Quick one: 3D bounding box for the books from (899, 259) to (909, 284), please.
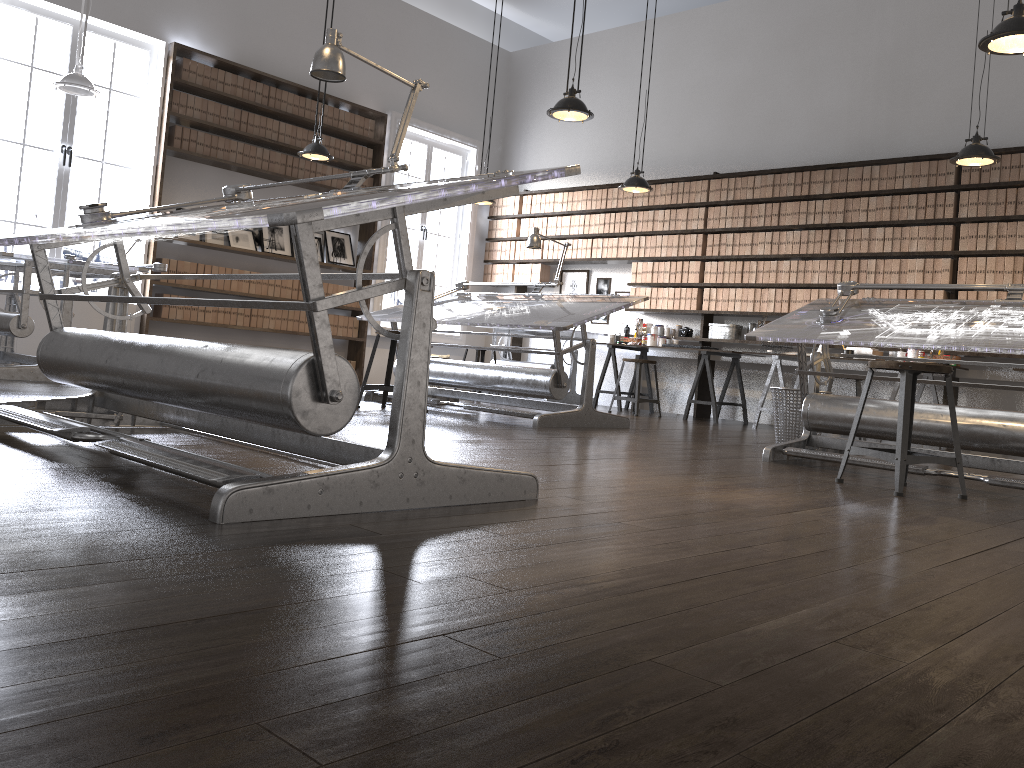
[{"bbox_3d":[3.392,-0.947,7.594,0.067,0.226,0.174,4,-1,43],"label":"books"}]

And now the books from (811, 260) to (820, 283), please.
[{"bbox_3d":[2.820,-1.011,8.124,0.067,0.226,0.174,4,-1,43],"label":"books"}]

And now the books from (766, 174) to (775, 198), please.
[{"bbox_3d":[2.515,-1.880,8.497,0.067,0.226,0.174,4,-1,43],"label":"books"}]

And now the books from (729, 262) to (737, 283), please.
[{"bbox_3d":[2.208,-1.079,8.699,0.067,0.226,0.174,4,-1,43],"label":"books"}]

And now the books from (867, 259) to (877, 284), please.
[{"bbox_3d":[3.188,-0.970,7.779,0.067,0.226,0.174,4,-1,43],"label":"books"}]

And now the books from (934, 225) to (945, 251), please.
[{"bbox_3d":[3.607,-1.203,7.423,0.067,0.226,0.174,4,-1,43],"label":"books"}]

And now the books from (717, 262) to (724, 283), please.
[{"bbox_3d":[2.109,-1.089,8.782,0.067,0.226,0.174,4,-1,43],"label":"books"}]

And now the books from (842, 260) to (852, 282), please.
[{"bbox_3d":[3.030,-0.987,7.933,0.067,0.226,0.174,4,-1,43],"label":"books"}]

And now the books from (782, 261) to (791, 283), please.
[{"bbox_3d":[2.614,-1.033,8.316,0.067,0.226,0.174,4,-1,43],"label":"books"}]

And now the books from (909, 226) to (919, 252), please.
[{"bbox_3d":[3.459,-1.219,7.560,0.067,0.226,0.174,4,-1,43],"label":"books"}]

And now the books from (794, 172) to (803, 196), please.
[{"bbox_3d":[2.724,-1.857,8.311,0.067,0.226,0.174,4,-1,43],"label":"books"}]

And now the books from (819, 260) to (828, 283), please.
[{"bbox_3d":[2.871,-1.005,8.072,0.067,0.226,0.174,4,-1,43],"label":"books"}]

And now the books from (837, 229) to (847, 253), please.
[{"bbox_3d":[3.004,-1.269,7.982,0.067,0.226,0.174,4,-1,43],"label":"books"}]

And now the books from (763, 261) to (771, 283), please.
[{"bbox_3d":[2.472,-1.049,8.452,0.067,0.226,0.174,4,-1,43],"label":"books"}]

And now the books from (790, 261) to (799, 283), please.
[{"bbox_3d":[2.666,-1.028,8.265,0.067,0.226,0.174,4,-1,43],"label":"books"}]

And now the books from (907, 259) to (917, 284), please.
[{"bbox_3d":[3.436,-0.942,7.550,0.067,0.226,0.174,4,-1,43],"label":"books"}]

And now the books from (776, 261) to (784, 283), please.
[{"bbox_3d":[2.569,-1.039,8.360,0.067,0.226,0.174,4,-1,43],"label":"books"}]

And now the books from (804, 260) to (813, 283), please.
[{"bbox_3d":[2.772,-1.016,8.174,0.067,0.226,0.174,4,-1,43],"label":"books"}]

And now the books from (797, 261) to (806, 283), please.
[{"bbox_3d":[2.720,-1.022,8.220,0.067,0.226,0.174,4,-1,43],"label":"books"}]

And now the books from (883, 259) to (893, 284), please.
[{"bbox_3d":[3.294,-0.958,7.686,0.067,0.226,0.174,4,-1,43],"label":"books"}]

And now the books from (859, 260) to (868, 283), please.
[{"bbox_3d":[3.139,-0.975,7.831,0.067,0.226,0.174,4,-1,43],"label":"books"}]

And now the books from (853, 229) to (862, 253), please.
[{"bbox_3d":[3.110,-1.258,7.888,0.067,0.226,0.174,4,-1,43],"label":"books"}]

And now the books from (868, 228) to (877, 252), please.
[{"bbox_3d":[3.208,-1.247,7.796,0.067,0.226,0.174,4,-1,43],"label":"books"}]

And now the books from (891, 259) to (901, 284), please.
[{"bbox_3d":[3.340,-0.953,7.636,0.067,0.226,0.174,4,-1,43],"label":"books"}]

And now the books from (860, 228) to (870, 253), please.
[{"bbox_3d":[3.156,-1.252,7.838,0.067,0.226,0.174,4,-1,43],"label":"books"}]

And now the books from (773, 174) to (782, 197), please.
[{"bbox_3d":[2.568,-1.874,8.456,0.067,0.226,0.174,4,-1,43],"label":"books"}]

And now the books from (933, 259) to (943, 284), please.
[{"bbox_3d":[3.590,-0.925,7.412,0.067,0.226,0.174,4,-1,43],"label":"books"}]

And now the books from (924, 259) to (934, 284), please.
[{"bbox_3d":[3.538,-0.931,7.458,0.067,0.226,0.174,4,-1,43],"label":"books"}]

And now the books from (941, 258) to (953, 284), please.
[{"bbox_3d":[3.633,-0.920,7.362,0.067,0.226,0.174,4,-1,43],"label":"books"}]

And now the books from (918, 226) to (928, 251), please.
[{"bbox_3d":[3.510,-1.213,7.508,0.067,0.226,0.174,4,-1,43],"label":"books"}]

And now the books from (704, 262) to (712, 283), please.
[{"bbox_3d":[2.006,-1.101,8.883,0.067,0.226,0.174,4,-1,43],"label":"books"}]

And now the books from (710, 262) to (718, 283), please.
[{"bbox_3d":[2.056,-1.095,8.831,0.067,0.226,0.174,4,-1,43],"label":"books"}]

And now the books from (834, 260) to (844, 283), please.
[{"bbox_3d":[2.973,-0.994,7.983,0.067,0.226,0.174,4,-1,43],"label":"books"}]

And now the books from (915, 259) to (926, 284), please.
[{"bbox_3d":[3.484,-0.937,7.503,0.067,0.226,0.174,4,-1,43],"label":"books"}]

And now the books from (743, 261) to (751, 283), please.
[{"bbox_3d":[2.317,-1.067,8.598,0.067,0.226,0.174,4,-1,43],"label":"books"}]

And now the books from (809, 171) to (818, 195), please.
[{"bbox_3d":[2.833,-1.844,8.209,0.067,0.226,0.174,4,-1,43],"label":"books"}]

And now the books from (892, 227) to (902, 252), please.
[{"bbox_3d":[3.358,-1.230,7.656,0.067,0.226,0.174,4,-1,43],"label":"books"}]

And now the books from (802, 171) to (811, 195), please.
[{"bbox_3d":[2.775,-1.851,8.256,0.067,0.226,0.174,4,-1,43],"label":"books"}]

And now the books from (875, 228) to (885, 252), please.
[{"bbox_3d":[3.253,-1.242,7.752,0.067,0.226,0.174,4,-1,43],"label":"books"}]

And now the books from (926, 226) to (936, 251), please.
[{"bbox_3d":[3.558,-1.208,7.463,0.067,0.226,0.174,4,-1,43],"label":"books"}]

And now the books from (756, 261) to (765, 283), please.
[{"bbox_3d":[2.420,-1.055,8.501,0.067,0.226,0.174,4,-1,43],"label":"books"}]

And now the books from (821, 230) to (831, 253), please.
[{"bbox_3d":[2.897,-1.281,8.081,0.067,0.226,0.174,4,-1,43],"label":"books"}]

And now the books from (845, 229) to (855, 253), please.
[{"bbox_3d":[3.059,-1.263,7.937,0.067,0.226,0.174,4,-1,43],"label":"books"}]

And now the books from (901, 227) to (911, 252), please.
[{"bbox_3d":[3.411,-1.224,7.610,0.067,0.226,0.174,4,-1,43],"label":"books"}]

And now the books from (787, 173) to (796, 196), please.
[{"bbox_3d":[2.669,-1.863,8.356,0.067,0.226,0.174,4,-1,43],"label":"books"}]

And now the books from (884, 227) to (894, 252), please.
[{"bbox_3d":[3.304,-1.236,7.701,0.067,0.226,0.174,4,-1,43],"label":"books"}]

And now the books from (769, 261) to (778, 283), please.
[{"bbox_3d":[2.517,-1.044,8.402,0.067,0.226,0.174,4,-1,43],"label":"books"}]

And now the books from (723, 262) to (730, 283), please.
[{"bbox_3d":[2.158,-1.084,8.742,0.067,0.226,0.174,4,-1,43],"label":"books"}]

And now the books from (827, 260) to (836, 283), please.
[{"bbox_3d":[2.924,-0.999,8.023,0.067,0.226,0.174,4,-1,43],"label":"books"}]

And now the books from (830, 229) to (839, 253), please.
[{"bbox_3d":[2.955,-1.275,8.034,0.067,0.226,0.174,4,-1,43],"label":"books"}]

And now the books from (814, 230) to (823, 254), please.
[{"bbox_3d":[2.846,-1.287,8.135,0.067,0.226,0.174,4,-1,43],"label":"books"}]

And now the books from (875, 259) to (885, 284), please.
[{"bbox_3d":[3.242,-0.964,7.734,0.067,0.226,0.174,4,-1,43],"label":"books"}]

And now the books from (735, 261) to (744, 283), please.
[{"bbox_3d":[2.258,-1.073,8.645,0.067,0.226,0.174,4,-1,43],"label":"books"}]

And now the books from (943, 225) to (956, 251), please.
[{"bbox_3d":[3.659,-1.197,7.376,0.067,0.226,0.174,4,-1,43],"label":"books"}]

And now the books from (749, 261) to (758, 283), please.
[{"bbox_3d":[2.366,-1.061,8.546,0.067,0.226,0.174,4,-1,43],"label":"books"}]

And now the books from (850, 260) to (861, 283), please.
[{"bbox_3d":[3.080,-0.982,7.878,0.067,0.226,0.174,4,-1,43],"label":"books"}]
